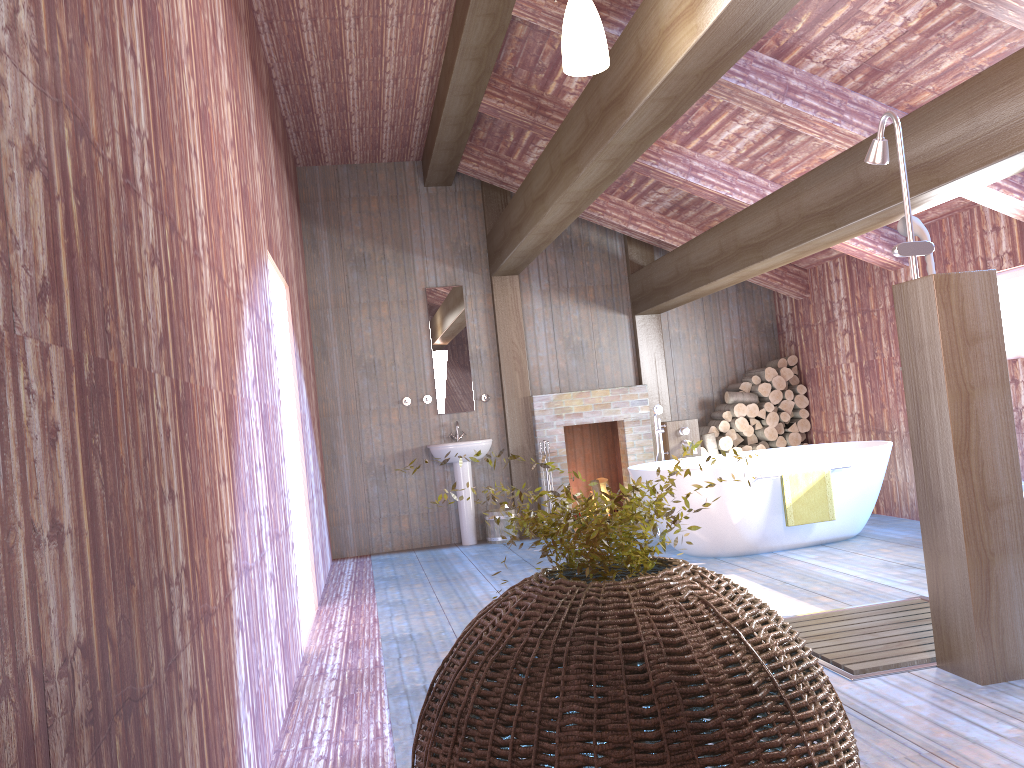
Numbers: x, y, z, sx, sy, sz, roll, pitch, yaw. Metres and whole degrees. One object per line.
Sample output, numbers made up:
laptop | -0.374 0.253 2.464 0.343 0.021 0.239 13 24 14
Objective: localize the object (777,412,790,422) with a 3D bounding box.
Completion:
object | 2.554 0.318 8.616 0.102 0.109 0.438 -5 -2 -10

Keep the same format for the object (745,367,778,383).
object | 2.426 -0.083 8.637 0.135 0.139 0.456 -5 -2 -9

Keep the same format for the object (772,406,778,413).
object | 2.476 0.265 8.585 0.095 0.090 0.278 -5 -2 -9

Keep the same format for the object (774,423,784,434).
object | 2.512 0.432 8.590 0.111 0.118 0.302 -5 -2 -11

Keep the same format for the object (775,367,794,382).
object | 2.584 -0.083 8.667 0.133 0.142 0.456 -5 -2 -9

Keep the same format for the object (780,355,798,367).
object | 2.692 -0.214 8.710 0.112 0.113 0.271 -5 -2 -10

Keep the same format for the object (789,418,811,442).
object | 2.749 0.457 8.654 0.137 0.256 0.439 -5 -2 -10

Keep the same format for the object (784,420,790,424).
object | 2.631 0.357 8.617 0.067 0.069 0.177 -5 -2 -10

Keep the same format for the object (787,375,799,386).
object | 2.706 -0.033 8.702 0.107 0.115 0.269 -5 -2 -9

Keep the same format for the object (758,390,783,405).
object | 2.464 0.141 8.613 0.143 0.151 0.440 -5 -2 -10

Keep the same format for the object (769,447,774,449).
object | 2.540 0.665 8.567 0.116 0.117 0.289 -5 -2 -12

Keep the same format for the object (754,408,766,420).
object | 2.315 0.305 8.573 0.109 0.124 0.424 -5 -2 -11

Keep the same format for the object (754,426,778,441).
object | 2.400 0.479 8.582 0.141 0.143 0.437 -5 -2 -12

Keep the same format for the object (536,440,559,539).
object | 0.310 0.957 8.125 0.276 0.888 0.333 -7 -3 32

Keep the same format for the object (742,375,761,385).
object | 2.319 -0.034 8.586 0.094 0.097 0.227 -5 -2 -9

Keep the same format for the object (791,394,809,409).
object | 2.723 0.174 8.659 0.147 0.152 0.439 -5 -2 -10

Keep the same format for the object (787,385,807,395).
object | 2.725 0.060 8.662 0.102 0.109 0.438 -5 -2 -10

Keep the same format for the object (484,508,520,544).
object | -0.092 1.296 8.114 0.309 0.290 0.308 -6 -2 0

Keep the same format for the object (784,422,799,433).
object | 2.633 0.422 8.626 0.115 0.112 0.423 -5 -2 -10

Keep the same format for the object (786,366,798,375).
object | 2.702 -0.129 8.722 0.081 0.100 0.281 -5 -2 -10

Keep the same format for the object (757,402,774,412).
object | 2.395 0.226 8.592 0.102 0.109 0.438 -5 -2 -10

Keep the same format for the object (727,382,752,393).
object | 2.223 0.050 8.674 0.140 0.121 0.319 -5 -2 -9

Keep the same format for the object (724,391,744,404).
object | 2.180 0.140 8.660 0.113 0.130 0.291 -5 -2 -9

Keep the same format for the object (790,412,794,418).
object | 2.676 0.299 8.686 0.088 0.092 0.280 -5 -2 -9

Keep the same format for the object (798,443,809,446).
object | 2.755 0.644 8.656 0.139 0.137 0.455 -5 -2 -12

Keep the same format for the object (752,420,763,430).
object | 2.327 0.394 8.578 0.085 0.096 0.280 -5 -2 -9

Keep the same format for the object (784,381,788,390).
object | 2.596 0.036 8.744 0.132 0.119 0.319 -5 -2 -9

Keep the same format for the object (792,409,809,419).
object | 2.744 0.290 8.653 0.102 0.109 0.438 -5 -2 -10

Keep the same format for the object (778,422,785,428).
object | 2.577 0.399 8.604 0.065 0.069 0.177 -5 -2 -11

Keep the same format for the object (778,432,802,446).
object | 2.643 0.538 8.629 0.137 0.133 0.437 -5 -2 -12

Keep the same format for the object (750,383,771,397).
object | 2.356 0.062 8.616 0.139 0.148 0.458 -5 -2 -10

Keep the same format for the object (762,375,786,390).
object | 2.489 0.002 8.626 0.141 0.143 0.437 -5 -2 -12

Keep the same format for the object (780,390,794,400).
object | 2.600 0.115 8.636 0.089 0.106 0.437 -5 -2 -9

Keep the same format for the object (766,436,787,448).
object | 2.527 0.558 8.575 0.114 0.113 0.301 -5 -2 -12

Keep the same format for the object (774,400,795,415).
object | 2.575 0.236 8.656 0.172 0.151 0.482 -5 -2 -9

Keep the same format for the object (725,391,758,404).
object | 2.188 0.136 8.461 0.302 0.157 0.121 -5 -2 -9

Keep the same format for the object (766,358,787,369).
object | 2.590 -0.181 8.689 0.104 0.121 0.270 -5 -2 -9

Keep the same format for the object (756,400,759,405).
object | 2.302 0.176 8.680 0.121 0.124 0.291 -5 -2 -9

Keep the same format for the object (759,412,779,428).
object | 2.429 0.352 8.595 0.136 0.157 0.439 -5 -2 -9
